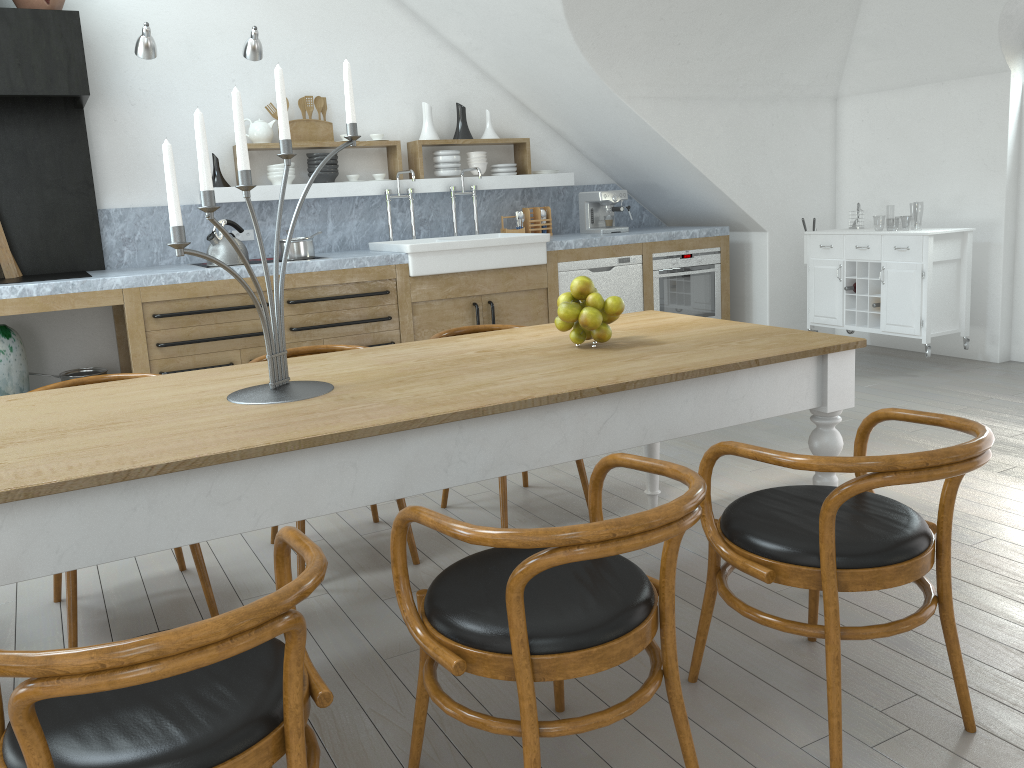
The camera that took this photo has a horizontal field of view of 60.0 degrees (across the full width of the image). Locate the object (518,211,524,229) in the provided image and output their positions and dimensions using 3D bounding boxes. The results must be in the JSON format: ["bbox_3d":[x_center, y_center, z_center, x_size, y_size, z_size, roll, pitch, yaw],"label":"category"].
[{"bbox_3d":[0.070,-1.196,6.627,0.040,0.191,0.042,-2,10,9],"label":"object"}]

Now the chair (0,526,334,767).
[{"bbox_3d":[-0.556,0.629,1.453,0.528,0.731,0.623,-9,12,-27],"label":"chair"}]

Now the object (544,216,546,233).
[{"bbox_3d":[0.250,-1.230,6.757,0.018,0.195,0.020,-4,10,-6],"label":"object"}]

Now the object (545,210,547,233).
[{"bbox_3d":[0.257,-1.232,6.765,0.022,0.195,0.019,-8,11,-27],"label":"object"}]

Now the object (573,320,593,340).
[{"bbox_3d":[0.226,-0.172,2.713,0.080,0.073,0.079,0,11,17],"label":"object"}]

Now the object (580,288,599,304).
[{"bbox_3d":[0.237,-0.274,2.736,0.062,0.059,0.062,-9,12,-27],"label":"object"}]

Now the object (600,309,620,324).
[{"bbox_3d":[0.290,-0.219,2.686,0.076,0.076,0.077,3,12,28],"label":"object"}]

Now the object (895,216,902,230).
[{"bbox_3d":[2.618,-1.077,5.943,0.094,0.093,0.095,-12,14,-39],"label":"object"}]

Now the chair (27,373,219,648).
[{"bbox_3d":[-1.277,0.374,2.872,0.528,0.731,0.623,-10,13,-31],"label":"chair"}]

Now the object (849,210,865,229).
[{"bbox_3d":[2.487,-1.183,6.397,0.067,0.137,0.102,-9,12,-27],"label":"object"}]

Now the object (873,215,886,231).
[{"bbox_3d":[2.466,-1.077,5.955,0.082,0.104,0.082,-6,11,-14],"label":"object"}]

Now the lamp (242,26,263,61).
[{"bbox_3d":[-1.438,-1.893,4.948,0.112,0.175,0.169,-11,13,-35],"label":"lamp"}]

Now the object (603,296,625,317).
[{"bbox_3d":[0.302,-0.230,2.627,0.063,0.063,0.062,2,12,24],"label":"object"}]

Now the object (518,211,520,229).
[{"bbox_3d":[0.047,-1.203,6.670,0.040,0.191,0.042,-1,10,10],"label":"object"}]

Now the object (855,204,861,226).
[{"bbox_3d":[2.487,-1.211,6.368,0.024,0.163,0.039,-6,11,-15],"label":"object"}]

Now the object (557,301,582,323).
[{"bbox_3d":[0.171,-0.212,2.618,0.072,0.063,0.071,-11,13,-34],"label":"object"}]

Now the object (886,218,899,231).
[{"bbox_3d":[2.536,-1.060,5.905,0.077,0.085,0.077,-12,14,-39],"label":"object"}]

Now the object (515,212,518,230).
[{"bbox_3d":[0.038,-1.195,6.645,0.022,0.195,0.019,-12,13,-39],"label":"object"}]

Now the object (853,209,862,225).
[{"bbox_3d":[2.493,-1.203,6.396,0.029,0.136,0.097,-8,12,-24],"label":"object"}]

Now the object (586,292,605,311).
[{"bbox_3d":[0.245,-0.242,2.620,0.053,0.057,0.058,-6,11,-13],"label":"object"}]

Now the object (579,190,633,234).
[{"bbox_3d":[0.744,-1.297,6.687,0.325,0.319,0.388,-9,12,-27],"label":"object"}]

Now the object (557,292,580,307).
[{"bbox_3d":[0.170,-0.244,2.687,0.066,0.071,0.073,3,13,31],"label":"object"}]

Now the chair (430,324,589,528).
[{"bbox_3d":[-0.027,0.156,3.585,0.528,0.731,0.623,-10,13,-31],"label":"chair"}]

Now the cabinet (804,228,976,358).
[{"bbox_3d":[2.541,-0.665,6.126,0.497,0.785,1.138,-9,12,-27],"label":"cabinet"}]

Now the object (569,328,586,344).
[{"bbox_3d":[0.198,-0.144,2.656,0.051,0.050,0.050,-8,12,-24],"label":"object"}]

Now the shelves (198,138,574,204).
[{"bbox_3d":[-1.970,-1.783,5.374,5.563,1.355,0.481,-11,13,-33],"label":"shelves"}]

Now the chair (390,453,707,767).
[{"bbox_3d":[0.090,0.526,1.774,0.528,0.731,0.623,-10,13,-32],"label":"chair"}]

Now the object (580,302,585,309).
[{"bbox_3d":[0.205,-0.227,2.739,0.062,0.059,0.062,-8,12,-23],"label":"object"}]

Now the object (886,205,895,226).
[{"bbox_3d":[2.545,-1.115,5.962,0.048,0.168,0.048,-12,13,-40],"label":"object"}]

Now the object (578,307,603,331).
[{"bbox_3d":[0.230,-0.192,2.600,0.071,0.072,0.071,2,12,26],"label":"object"}]

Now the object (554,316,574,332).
[{"bbox_3d":[0.158,-0.186,2.678,0.059,0.055,0.060,-10,13,-33],"label":"object"}]

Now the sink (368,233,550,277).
[{"bbox_3d":[-0.354,-0.877,5.945,1.022,0.201,0.730,-9,13,-27],"label":"sink"}]

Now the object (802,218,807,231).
[{"bbox_3d":[2.170,-1.084,6.500,0.088,0.267,0.029,4,12,35],"label":"object"}]

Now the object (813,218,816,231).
[{"bbox_3d":[2.196,-1.075,6.453,0.029,0.267,0.089,-3,10,-1],"label":"object"}]

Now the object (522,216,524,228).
[{"bbox_3d":[0.078,-1.187,6.642,0.020,0.178,0.044,-13,14,-42],"label":"object"}]

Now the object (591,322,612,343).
[{"bbox_3d":[0.267,-0.155,2.653,0.064,0.063,0.064,-6,11,-16],"label":"object"}]

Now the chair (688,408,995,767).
[{"bbox_3d":[0.757,0.432,2.048,0.528,0.731,0.624,-8,12,-25],"label":"chair"}]

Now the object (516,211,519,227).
[{"bbox_3d":[0.043,-1.197,6.655,0.018,0.195,0.020,-7,11,-18],"label":"object"}]

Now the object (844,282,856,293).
[{"bbox_3d":[2.424,-0.670,6.143,0.318,0.084,0.082,-9,12,-27],"label":"object"}]

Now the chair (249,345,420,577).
[{"bbox_3d":[-0.667,0.260,3.260,0.528,0.731,0.624,-8,12,-24],"label":"chair"}]

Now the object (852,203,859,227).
[{"bbox_3d":[2.484,-1.220,6.402,0.054,0.174,0.039,-9,12,-27],"label":"object"}]

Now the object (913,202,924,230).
[{"bbox_3d":[2.663,-1.100,5.811,0.063,0.186,0.063,-13,14,-42],"label":"object"}]

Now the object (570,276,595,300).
[{"bbox_3d":[0.211,-0.288,2.655,0.072,0.074,0.072,-9,12,-27],"label":"object"}]

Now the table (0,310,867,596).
[{"bbox_3d":[-0.665,0.424,2.296,3.355,0.795,1.022,-9,13,-27],"label":"table"}]

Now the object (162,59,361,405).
[{"bbox_3d":[-0.569,-0.418,2.236,0.266,0.870,0.778,4,13,35],"label":"object"}]

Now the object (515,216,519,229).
[{"bbox_3d":[0.043,-1.182,6.628,0.019,0.178,0.044,2,11,27],"label":"object"}]

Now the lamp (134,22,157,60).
[{"bbox_3d":[-1.947,-1.806,4.686,0.115,0.177,0.165,-5,11,-9],"label":"lamp"}]

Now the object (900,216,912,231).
[{"bbox_3d":[2.602,-1.060,5.854,0.071,0.098,0.071,-4,11,-5],"label":"object"}]

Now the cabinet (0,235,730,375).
[{"bbox_3d":[-1.383,-0.222,5.645,6.440,1.017,1.007,-9,12,-27],"label":"cabinet"}]

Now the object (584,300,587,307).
[{"bbox_3d":[0.244,-0.248,2.689,0.053,0.050,0.053,4,13,33],"label":"object"}]

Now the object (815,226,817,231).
[{"bbox_3d":[2.221,-1.021,6.484,0.038,0.261,0.038,-2,10,5],"label":"object"}]

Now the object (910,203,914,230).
[{"bbox_3d":[2.663,-1.109,5.875,0.054,0.178,0.054,5,13,39],"label":"object"}]

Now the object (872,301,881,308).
[{"bbox_3d":[2.557,-0.545,6.005,0.317,0.082,0.082,-9,13,-28],"label":"object"}]
